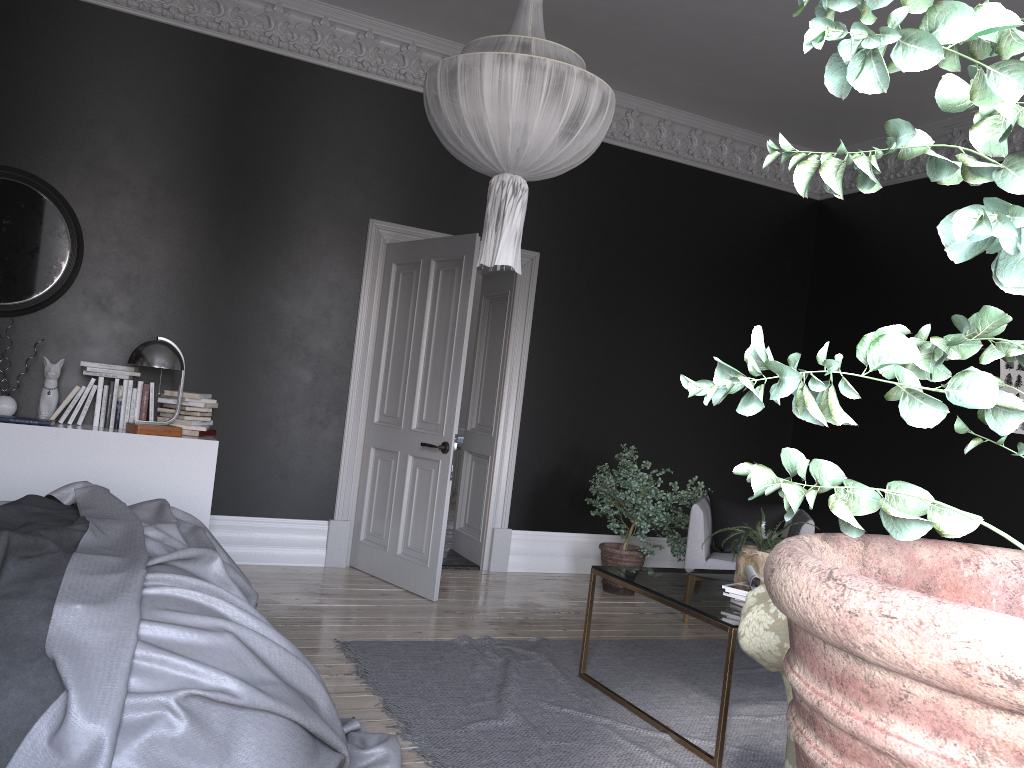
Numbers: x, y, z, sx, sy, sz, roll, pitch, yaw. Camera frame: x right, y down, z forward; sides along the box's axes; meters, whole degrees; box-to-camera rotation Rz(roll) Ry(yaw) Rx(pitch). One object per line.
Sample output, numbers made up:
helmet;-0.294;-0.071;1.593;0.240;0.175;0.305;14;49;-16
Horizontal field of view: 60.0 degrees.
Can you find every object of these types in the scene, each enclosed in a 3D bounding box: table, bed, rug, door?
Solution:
table;1.245;1.280;4.237;1.450;0.558;1.092;7;-1;-25
bed;-1.993;0.499;2.686;3.287;1.298;2.763;8;-1;-37
rug;1.108;1.535;4.353;3.648;0.050;2.104;7;-1;-25
door;-0.683;0.185;6.107;0.216;2.374;1.096;7;0;-38

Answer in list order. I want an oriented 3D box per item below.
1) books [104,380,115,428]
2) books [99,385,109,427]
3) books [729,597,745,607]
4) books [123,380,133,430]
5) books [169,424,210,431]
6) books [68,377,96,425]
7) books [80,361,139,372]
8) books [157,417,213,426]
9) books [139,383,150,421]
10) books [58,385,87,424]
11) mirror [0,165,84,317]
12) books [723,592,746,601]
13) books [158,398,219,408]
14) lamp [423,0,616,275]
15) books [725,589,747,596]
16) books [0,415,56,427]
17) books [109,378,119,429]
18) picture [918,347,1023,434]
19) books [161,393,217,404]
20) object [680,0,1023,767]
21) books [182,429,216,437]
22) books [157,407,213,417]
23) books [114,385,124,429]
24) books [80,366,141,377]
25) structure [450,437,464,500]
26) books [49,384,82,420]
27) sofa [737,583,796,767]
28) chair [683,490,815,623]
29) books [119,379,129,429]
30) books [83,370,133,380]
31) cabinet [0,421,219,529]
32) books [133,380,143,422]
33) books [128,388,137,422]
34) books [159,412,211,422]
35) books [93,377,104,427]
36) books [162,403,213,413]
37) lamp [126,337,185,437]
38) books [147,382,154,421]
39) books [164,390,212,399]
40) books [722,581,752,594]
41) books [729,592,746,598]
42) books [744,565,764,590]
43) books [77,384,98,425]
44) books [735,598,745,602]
books;-2.505;0.123;5.514;0.030;0.289;0.193;7;0;-25
books;-2.543;0.135;5.524;0.026;0.258;0.195;7;-1;-25
books;1.091;0.959;3.863;0.232;0.023;0.162;7;-1;-25
books;-2.418;0.126;5.580;0.024;0.307;0.220;7;-1;-25
books;-2.080;0.272;5.719;0.229;0.025;0.319;7;-1;-15
books;-2.653;0.101;5.469;0.127;0.296;0.220;7;-1;-25
books;-2.514;-0.108;5.554;0.306;0.030;0.220;7;-1;-15
books;-2.105;0.240;5.715;0.229;0.031;0.318;7;-1;5
books;-2.337;0.142;5.622;0.038;0.295;0.235;7;-1;-25
books;-2.700;0.121;5.450;0.132;0.245;0.195;7;-1;-25
mirror;-3.133;-0.874;5.426;0.925;0.924;0.061;7;0;-25
books;1.117;0.934;3.870;0.319;0.011;0.252;8;-2;-44
books;-2.090;0.122;5.730;0.306;0.030;0.220;7;-1;5
lamp;0.065;-1.475;3.630;0.783;2.048;0.783;7;0;18
books;1.114;0.913;3.877;0.252;0.011;0.319;6;-2;36
books;-2.786;0.210;5.080;0.290;0.030;0.193;7;-1;-19
books;-2.489;0.117;5.547;0.024;0.307;0.220;7;-1;-25
picture;4.121;0.124;5.006;0.058;0.771;4.454;7;-1;-25
books;-2.098;0.094;5.747;0.307;0.024;0.220;6;-2;40
object;0.361;-0.106;0.534;0.474;1.134;0.506;7;0;15
books;-2.075;0.304;5.714;0.234;0.038;0.295;7;-1;2
books;-2.113;0.179;5.727;0.289;0.030;0.193;7;-1;6
books;-2.452;0.141;5.522;0.029;0.270;0.204;7;-1;-25
books;-2.505;-0.080;5.529;0.307;0.024;0.220;8;-2;-35
structure;-0.442;1.121;10.992;0.276;0.848;1.140;7;-1;-25
books;-2.724;0.116;5.405;0.159;0.246;0.202;7;-1;-25
sofa;2.098;1.064;2.205;2.815;1.160;1.605;7;-1;-24
chair;1.639;1.225;6.197;0.818;0.862;0.770;7;-1;15
books;-2.454;0.123;5.594;0.030;0.307;0.221;7;-1;-25
books;-2.514;-0.056;5.528;0.259;0.026;0.195;7;-1;-15
cabinet;-3.042;0.641;5.174;2.398;0.882;0.570;7;-1;-25
books;-2.379;0.132;5.630;0.030;0.307;0.221;7;-1;-25
books;-2.397;0.153;5.594;0.026;0.258;0.195;7;-1;-25
books;-2.108;0.210;5.723;0.268;0.029;0.203;6;-2;35
books;-2.581;0.106;5.534;0.030;0.307;0.221;7;-1;-25
books;-2.095;0.151;5.723;0.289;0.030;0.193;6;-2;39
lamp;-2.158;0.009;5.367;0.328;0.590;0.341;6;-1;45
books;-2.297;0.142;5.638;0.050;0.308;0.220;7;-1;-25
books;-2.084;0.068;5.708;0.220;0.030;0.306;7;-1;-5
books;1.107;0.901;3.874;0.252;0.011;0.319;6;-2;41
books;1.132;0.926;3.878;0.252;0.011;0.319;6;-2;36
books;1.177;0.897;3.916;0.273;0.109;0.322;6;-1;10
books;-2.626;0.125;5.485;0.091;0.256;0.195;7;-1;-25
books;1.151;0.950;3.896;0.252;0.011;0.319;6;-1;31
